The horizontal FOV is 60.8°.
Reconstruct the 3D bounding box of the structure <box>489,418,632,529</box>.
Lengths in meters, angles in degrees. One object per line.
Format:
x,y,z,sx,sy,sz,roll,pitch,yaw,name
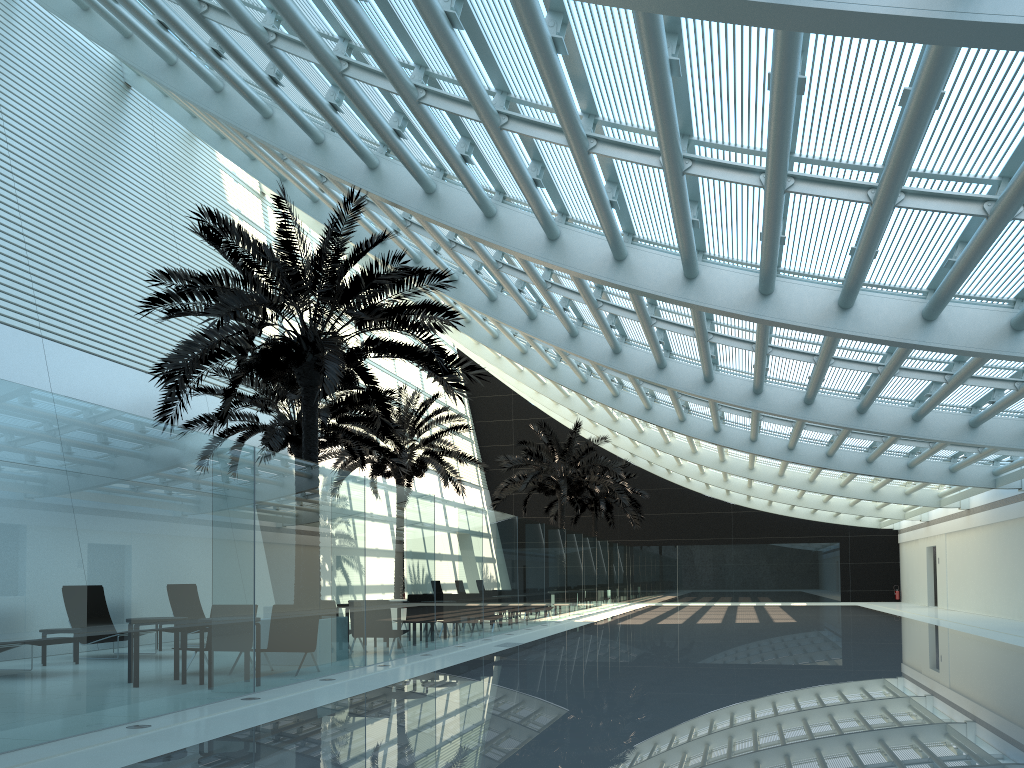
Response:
1.804,4.750,31.542,4.825,6.883,4.526,-1,-5,8,structure

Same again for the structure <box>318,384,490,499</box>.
-3.352,3.436,25.166,4.672,6.760,4.333,4,-7,-42,structure

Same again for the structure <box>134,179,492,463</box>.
-3.111,0.634,12.902,4.850,6.883,4.503,-4,-6,33,structure

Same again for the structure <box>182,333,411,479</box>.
-4.695,2.163,19.270,4.643,6.701,4.359,0,-5,-7,structure

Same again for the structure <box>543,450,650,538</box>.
3.923,6.498,39.464,4.458,6.881,4.902,0,-6,-7,structure
